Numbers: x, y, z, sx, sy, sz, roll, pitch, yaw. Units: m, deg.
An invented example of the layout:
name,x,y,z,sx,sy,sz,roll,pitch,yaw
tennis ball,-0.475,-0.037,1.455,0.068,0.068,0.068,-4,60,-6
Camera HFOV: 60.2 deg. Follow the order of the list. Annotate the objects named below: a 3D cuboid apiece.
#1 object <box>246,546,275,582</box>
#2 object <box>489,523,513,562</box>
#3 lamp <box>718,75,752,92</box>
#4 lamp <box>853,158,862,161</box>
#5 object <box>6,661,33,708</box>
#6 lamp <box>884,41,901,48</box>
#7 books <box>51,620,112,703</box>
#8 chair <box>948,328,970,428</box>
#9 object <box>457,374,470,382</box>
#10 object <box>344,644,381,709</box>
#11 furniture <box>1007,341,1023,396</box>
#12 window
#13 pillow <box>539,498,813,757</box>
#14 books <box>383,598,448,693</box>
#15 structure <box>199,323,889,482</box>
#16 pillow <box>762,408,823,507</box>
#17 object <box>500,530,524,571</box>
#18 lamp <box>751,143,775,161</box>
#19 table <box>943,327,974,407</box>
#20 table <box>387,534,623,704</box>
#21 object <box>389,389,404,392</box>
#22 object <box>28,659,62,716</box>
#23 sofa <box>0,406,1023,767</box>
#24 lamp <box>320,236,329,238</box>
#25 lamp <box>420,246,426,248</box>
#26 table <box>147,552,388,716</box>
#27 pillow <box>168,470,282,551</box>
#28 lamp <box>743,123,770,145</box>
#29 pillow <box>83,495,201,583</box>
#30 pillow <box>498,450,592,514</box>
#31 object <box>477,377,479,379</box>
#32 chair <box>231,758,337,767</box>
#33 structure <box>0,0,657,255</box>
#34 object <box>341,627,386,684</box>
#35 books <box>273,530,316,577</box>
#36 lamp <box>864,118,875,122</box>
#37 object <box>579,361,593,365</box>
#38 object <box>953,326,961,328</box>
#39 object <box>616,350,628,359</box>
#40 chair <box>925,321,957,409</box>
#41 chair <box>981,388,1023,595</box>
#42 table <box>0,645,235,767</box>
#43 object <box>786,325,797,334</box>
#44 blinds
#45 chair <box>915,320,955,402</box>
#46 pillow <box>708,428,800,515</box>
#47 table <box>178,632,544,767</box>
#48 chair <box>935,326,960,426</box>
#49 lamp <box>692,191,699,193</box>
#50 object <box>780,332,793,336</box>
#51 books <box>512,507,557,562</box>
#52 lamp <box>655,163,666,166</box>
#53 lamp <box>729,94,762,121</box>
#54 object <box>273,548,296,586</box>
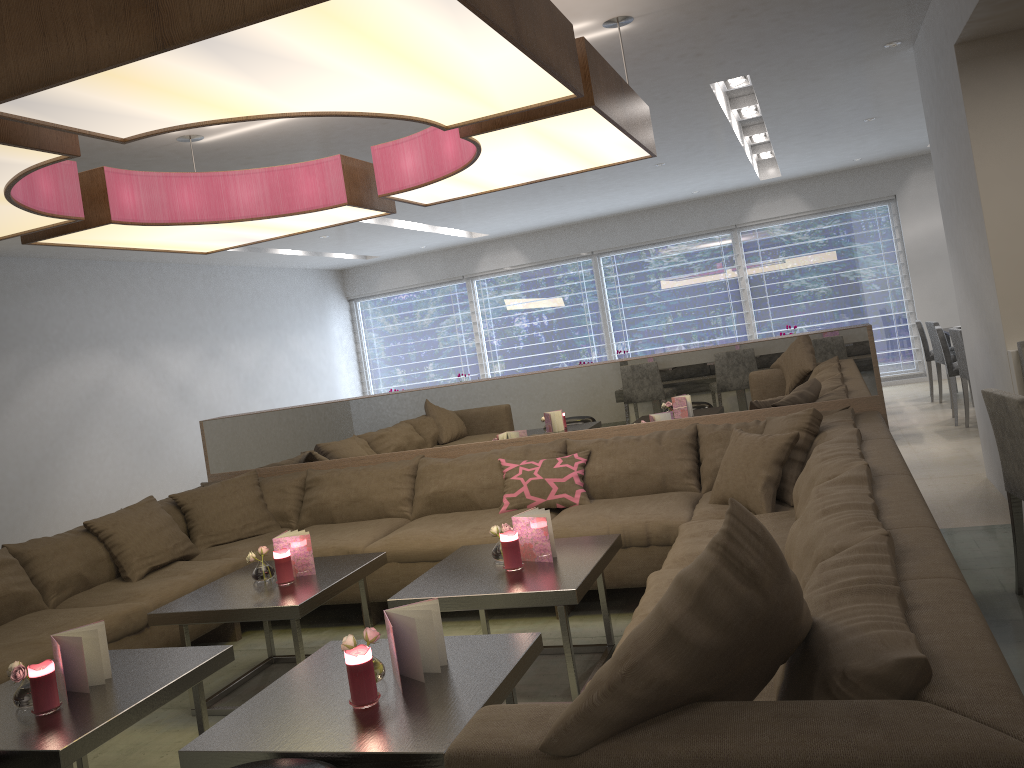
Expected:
name,x,y,z,sx,sy,sz,roll,pitch,yaw
object,-1.001,0.715,3.528,0.100,0.129,0.095,-9,0,3
object,-0.037,0.576,3.240,0.092,0.132,0.102,-9,0,-16
lamp,1.485,-2.057,5.890,0.225,0.101,0.490,-8,3,20
lamp,3.665,-2.379,9.380,0.089,0.007,0.088,-10,3,-26
object,-1.316,0.825,2.425,0.095,0.126,0.192,-9,1,-39
lamp,2.137,-1.905,4.963,0.089,0.007,0.088,-10,3,-26
books,-1.211,0.789,2.518,0.144,0.165,0.156,-9,1,-36
chair,3.534,-0.058,6.419,0.490,0.763,0.478,-9,0,14
object,-0.519,0.013,9.719,0.103,0.277,0.155,-9,0,17
object,-0.355,0.688,2.085,0.076,0.128,0.075,-9,0,-18
furniture,0.518,0.631,1.470,4.239,0.854,5.673,-8,3,19
window,1.221,-0.658,11.219,7.074,2.076,0.159,-8,-1,19
pillow,0.323,0.430,1.427,0.297,0.513,0.624,-9,1,33
books,-0.227,0.649,2.204,0.143,0.165,0.157,-9,1,-16
structure,0.004,0.463,4.754,3.758,1.010,0.224,-8,-1,19
pillow,1.132,0.297,3.711,0.292,0.394,0.525,-9,1,-11
object,-0.003,0.580,3.083,0.076,0.128,0.075,-9,0,-8
lamp,2.634,-2.414,9.213,0.225,0.101,0.490,-8,3,20
table,4.414,-0.217,7.997,0.774,0.635,1.194,-9,2,20
table,0.030,0.845,3.136,0.655,0.412,0.660,-8,2,19
object,-1.074,0.175,8.305,0.103,0.277,0.155,-9,0,17
object,-1.260,0.816,2.381,0.076,0.128,0.075,-9,0,-18
sofa,-0.542,0.805,3.131,3.751,0.676,3.193,-8,3,19
lamp,-1.877,-1.473,8.847,0.089,0.007,0.088,-10,3,-26
lamp,-1.113,-1.710,11.056,0.089,0.007,0.088,-10,3,-26
table,-0.904,0.976,3.463,0.655,0.412,0.660,-8,2,19
pillow,-1.498,0.673,4.636,0.506,0.357,0.295,-10,1,-38
lamp,2.270,-2.301,8.161,0.225,0.101,0.490,-8,3,20
pillow,-1.759,0.735,4.213,0.311,0.339,0.496,-9,2,14
pillow,0.154,0.465,4.182,0.462,0.253,0.181,-8,0,15
object,-0.359,0.023,9.800,0.052,0.201,0.051,-9,-1,-16
chair,-0.474,0.984,1.652,0.422,0.451,0.422,-9,1,1
structure,-0.940,-1.025,3.151,2.432,0.619,2.457,-8,3,19
object,-0.371,0.684,2.218,0.107,0.129,0.095,-9,0,-21
books,-0.867,0.682,3.513,0.143,0.164,0.257,-9,2,-16
lamp,2.901,-2.142,7.171,0.089,0.007,0.088,-10,3,-26
object,0.657,-0.067,7.698,0.103,0.277,0.155,-9,0,17
object,4.276,-0.542,8.338,0.217,0.015,0.217,-9,3,-3
object,1.154,-0.221,9.132,0.103,0.277,0.155,-9,0,17
chair,4.031,-0.212,7.853,0.490,0.763,0.478,-9,0,14
chair,1.953,0.374,2.959,0.491,0.763,0.478,-9,0,12
table,-1.236,1.079,2.502,0.655,0.412,0.660,-8,2,19
object,2.731,-0.442,8.578,0.103,0.277,0.155,-9,0,17
blinds,1.172,-0.672,11.124,7.069,2.047,0.045,-8,-1,19
chair,4.149,-0.258,8.370,0.490,0.763,0.479,-9,0,24
pillow,0.973,0.359,3.578,0.236,0.323,0.378,-9,1,-26
table,-0.302,0.949,2.175,0.655,0.412,0.660,-8,2,19
chair,3.653,-0.104,6.935,0.490,0.763,0.479,-9,0,24
lamp,2.063,-2.155,9.942,0.089,0.007,0.088,-10,3,-26
object,2.235,-0.288,7.144,0.103,0.277,0.155,-9,0,17
books,0.116,0.543,3.188,0.156,0.165,0.144,-8,1,39
lamp,1.299,-1.918,7.733,0.089,0.007,0.088,-10,3,-26
lamp,1.858,-2.173,6.969,0.225,0.101,0.490,-8,3,20
object,-0.878,0.702,3.401,0.076,0.128,0.075,-9,0,-8
